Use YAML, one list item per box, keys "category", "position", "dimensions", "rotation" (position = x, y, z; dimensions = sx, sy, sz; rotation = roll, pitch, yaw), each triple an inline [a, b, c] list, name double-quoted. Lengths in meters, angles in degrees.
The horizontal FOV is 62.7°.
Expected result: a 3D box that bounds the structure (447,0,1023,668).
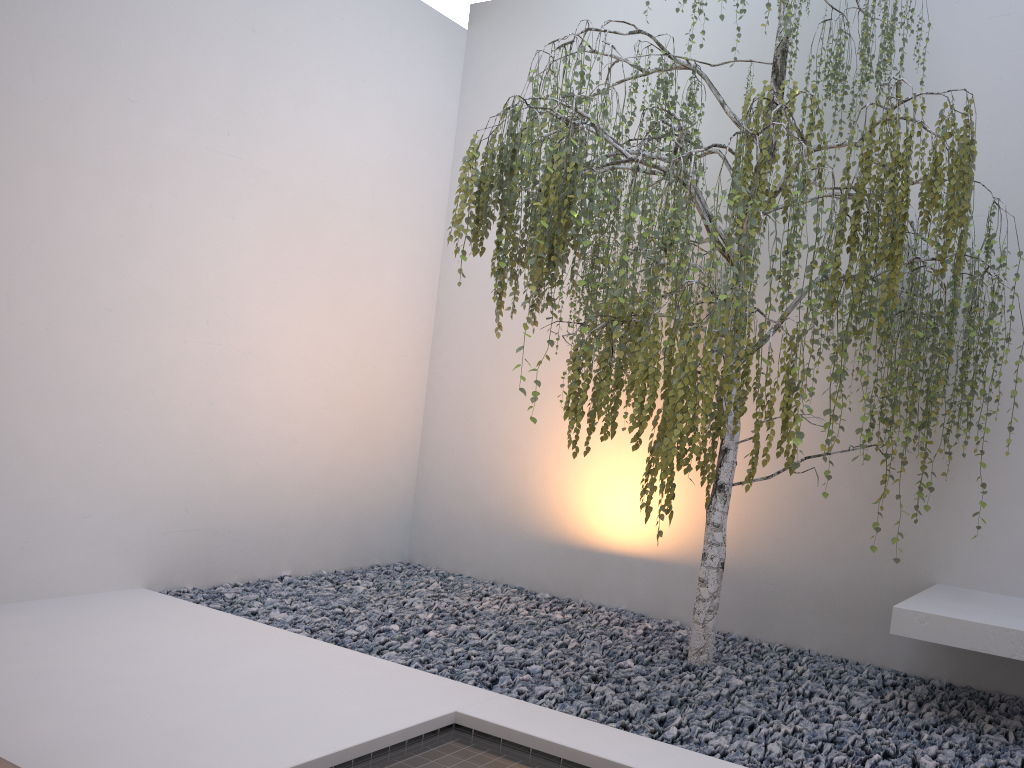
- category: "structure"
  position: [0.844, -0.802, 3.285]
  dimensions: [2.149, 3.992, 1.982]
  rotation: [6, 0, 29]
